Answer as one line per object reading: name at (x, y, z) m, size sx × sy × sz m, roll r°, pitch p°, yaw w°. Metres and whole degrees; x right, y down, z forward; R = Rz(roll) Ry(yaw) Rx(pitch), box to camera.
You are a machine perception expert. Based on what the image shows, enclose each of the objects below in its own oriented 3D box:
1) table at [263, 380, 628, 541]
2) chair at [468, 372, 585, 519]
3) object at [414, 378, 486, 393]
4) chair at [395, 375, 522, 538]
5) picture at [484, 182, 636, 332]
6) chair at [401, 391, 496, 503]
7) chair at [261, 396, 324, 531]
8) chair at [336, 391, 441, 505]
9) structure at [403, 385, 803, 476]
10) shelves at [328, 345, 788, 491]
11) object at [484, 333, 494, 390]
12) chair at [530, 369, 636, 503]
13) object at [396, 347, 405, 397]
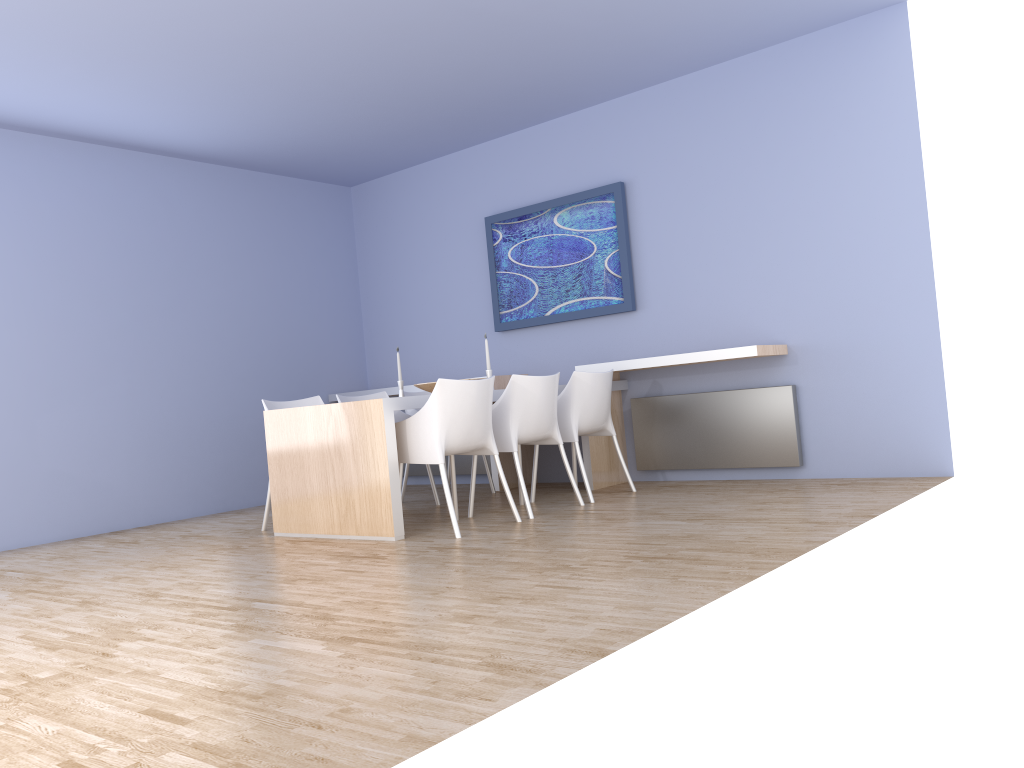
table at (-0.272, 0.420, 5.673) m, size 1.002 × 0.718 × 2.340 m, roll -6°, pitch -1°, yaw 39°
chair at (0.049, 0.345, 5.163) m, size 0.486 × 0.793 × 0.510 m, roll -6°, pitch -1°, yaw 40°
object at (-0.370, 0.023, 5.596) m, size 0.493 × 0.081 × 0.493 m, roll -5°, pitch -1°, yaw -33°
chair at (-0.324, 0.370, 4.700) m, size 0.486 × 0.793 × 0.510 m, roll -6°, pitch -1°, yaw 39°
picture at (0.324, -0.908, 6.562) m, size 1.252 × 0.901 × 0.049 m, roll -6°, pitch -1°, yaw 39°
chair at (-0.491, 0.415, 6.314) m, size 0.486 × 0.793 × 0.510 m, roll -6°, pitch -1°, yaw 39°
chair at (-1.212, 0.464, 5.421) m, size 0.486 × 0.793 × 0.510 m, roll -6°, pitch -1°, yaw 39°
chair at (-0.851, 0.440, 5.867) m, size 0.486 × 0.793 × 0.510 m, roll -6°, pitch -1°, yaw 39°
structure at (0.275, 0.413, 6.673) m, size 3.843 × 0.503 × 0.064 m, roll -6°, pitch -1°, yaw 39°
shelves at (0.103, 0.342, 6.576) m, size 3.901 × 0.840 × 0.463 m, roll -6°, pitch -1°, yaw 39°
object at (-0.142, -0.135, 5.286) m, size 0.045 × 0.349 × 0.045 m, roll -6°, pitch -1°, yaw 39°
chair at (0.418, 0.320, 5.620) m, size 0.486 × 0.793 × 0.510 m, roll -6°, pitch -1°, yaw 39°
object at (-0.730, -0.073, 5.764) m, size 0.045 × 0.349 × 0.045 m, roll -5°, pitch -1°, yaw -9°
